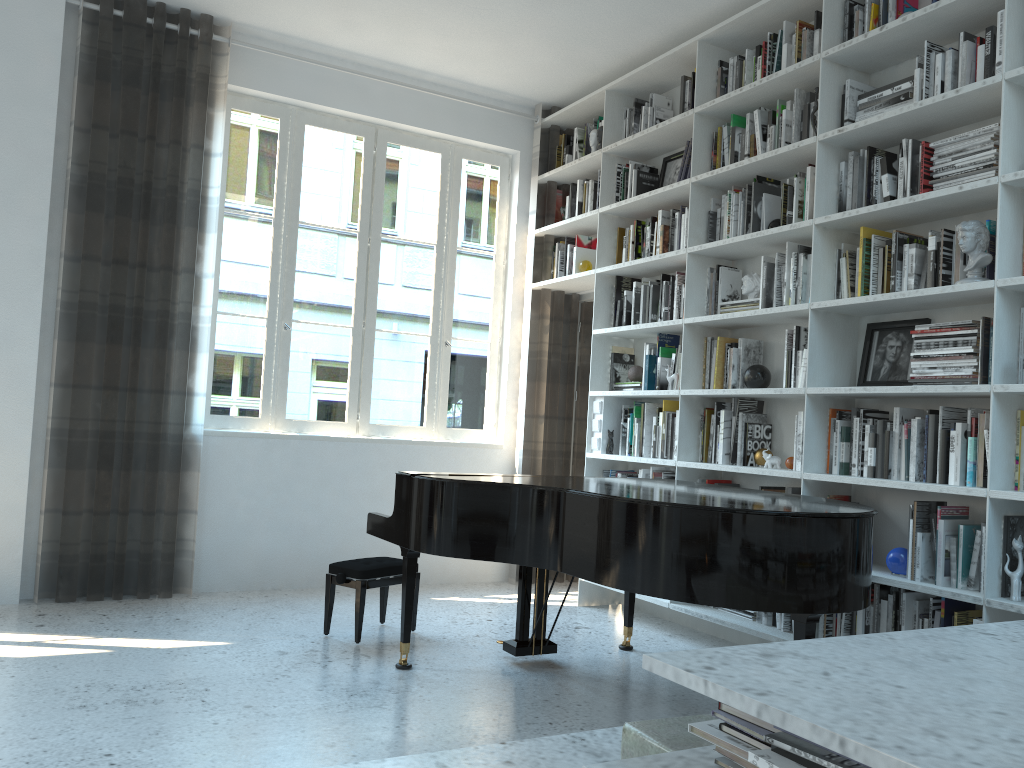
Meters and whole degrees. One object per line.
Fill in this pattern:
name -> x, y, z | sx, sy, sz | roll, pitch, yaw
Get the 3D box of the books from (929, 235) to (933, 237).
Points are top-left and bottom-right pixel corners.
books -> 1.712, -0.460, 3.516 | 0.175, 0.234, 0.010 | 5, -3, -29

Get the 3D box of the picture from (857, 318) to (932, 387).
picture -> 1.615, -0.121, 3.763 | 0.077, 0.299, 0.300 | 4, -3, -29

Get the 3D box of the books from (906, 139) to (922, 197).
books -> 1.679, -0.844, 3.610 | 0.191, 0.269, 0.021 | 5, -3, -29

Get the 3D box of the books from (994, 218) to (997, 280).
books -> 1.843, -0.477, 3.288 | 0.130, 0.259, 0.025 | 5, -3, -29

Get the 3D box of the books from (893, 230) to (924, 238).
books -> 1.633, -0.482, 3.665 | 0.177, 0.283, 0.013 | 5, -3, -29

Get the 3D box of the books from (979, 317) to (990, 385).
books -> 1.802, -0.111, 3.298 | 0.184, 0.260, 0.011 | 5, -3, -29

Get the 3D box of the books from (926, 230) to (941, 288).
books -> 1.710, -0.472, 3.529 | 0.161, 0.258, 0.014 | 5, -3, -29

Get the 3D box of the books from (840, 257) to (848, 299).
books -> 1.504, -0.441, 3.880 | 0.156, 0.208, 0.053 | 5, -3, -29

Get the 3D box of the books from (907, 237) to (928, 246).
books -> 1.662, -0.466, 3.636 | 0.130, 0.251, 0.011 | 5, -3, -29

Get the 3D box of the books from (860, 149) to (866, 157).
books -> 1.567, -0.859, 3.874 | 0.133, 0.313, 0.014 | 5, -3, -29

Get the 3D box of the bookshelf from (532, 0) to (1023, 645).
bookshelf -> 1.719, -0.260, 3.356 | 0.330, 3.141, 6.297 | 4, -3, -29

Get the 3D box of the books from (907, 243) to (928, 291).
books -> 1.672, -0.449, 3.590 | 0.168, 0.214, 0.030 | 5, -3, -29

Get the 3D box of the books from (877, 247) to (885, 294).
books -> 1.603, -0.452, 3.744 | 0.147, 0.228, 0.024 | 5, -3, -29

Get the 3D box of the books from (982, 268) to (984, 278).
books -> 1.806, -0.447, 3.355 | 0.149, 0.201, 0.035 | 5, -3, -29

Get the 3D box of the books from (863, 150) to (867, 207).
books -> 1.581, -0.852, 3.828 | 0.151, 0.295, 0.029 | 5, -3, -29

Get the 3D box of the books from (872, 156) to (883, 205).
books -> 1.600, -0.831, 3.774 | 0.172, 0.250, 0.014 | 5, -3, -29

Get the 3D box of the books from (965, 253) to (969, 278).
books -> 1.788, -0.448, 3.404 | 0.114, 0.206, 0.022 | 5, -3, -29

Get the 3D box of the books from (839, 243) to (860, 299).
books -> 1.509, -0.475, 3.931 | 0.140, 0.282, 0.010 | 5, -3, -29

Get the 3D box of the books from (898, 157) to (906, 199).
books -> 1.657, -0.816, 3.669 | 0.148, 0.216, 0.024 | 5, -3, -29

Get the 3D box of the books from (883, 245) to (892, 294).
books -> 1.612, -0.454, 3.697 | 0.169, 0.227, 0.012 | 5, -3, -29

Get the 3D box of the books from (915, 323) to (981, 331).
books -> 1.733, -0.212, 3.452 | 0.161, 0.012, 0.254 | 5, -3, -32

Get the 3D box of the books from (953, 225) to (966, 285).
books -> 1.764, -0.474, 3.418 | 0.150, 0.258, 0.025 | 5, -3, -29

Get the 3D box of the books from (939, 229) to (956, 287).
books -> 1.728, -0.468, 3.447 | 0.186, 0.245, 0.012 | 5, -3, -29

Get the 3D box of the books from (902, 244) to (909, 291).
books -> 1.658, -0.449, 3.613 | 0.175, 0.216, 0.024 | 5, -3, -29

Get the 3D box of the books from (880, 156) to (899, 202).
books -> 1.620, -0.825, 3.726 | 0.154, 0.236, 0.066 | 5, -3, -29

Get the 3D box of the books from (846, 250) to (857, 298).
books -> 1.524, -0.457, 3.870 | 0.162, 0.242, 0.042 | 5, -3, -29

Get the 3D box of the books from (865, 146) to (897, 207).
books -> 1.584, -0.855, 3.807 | 0.179, 0.300, 0.011 | 5, -3, -29

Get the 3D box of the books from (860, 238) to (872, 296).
books -> 1.552, -0.473, 3.762 | 0.189, 0.266, 0.015 | 5, -3, -29

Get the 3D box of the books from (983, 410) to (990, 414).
books -> 1.795, 0.244, 3.304 | 0.132, 0.284, 0.010 | 5, -3, -29

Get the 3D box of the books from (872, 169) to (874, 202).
books -> 1.596, -0.822, 3.787 | 0.147, 0.233, 0.014 | 5, -3, -29

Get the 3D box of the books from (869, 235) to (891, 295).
books -> 1.576, -0.480, 3.749 | 0.170, 0.280, 0.010 | 5, -3, -29

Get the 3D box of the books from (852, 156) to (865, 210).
books -> 1.552, -0.838, 3.843 | 0.185, 0.266, 0.025 | 5, -3, -29

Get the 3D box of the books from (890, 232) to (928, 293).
books -> 1.629, -0.475, 3.640 | 0.190, 0.267, 0.028 | 5, -3, -29

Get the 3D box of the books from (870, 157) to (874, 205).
books -> 1.590, -0.831, 3.798 | 0.153, 0.252, 0.011 | 5, -3, -29

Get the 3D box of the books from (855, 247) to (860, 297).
books -> 1.549, -0.460, 3.844 | 0.139, 0.248, 0.026 | 5, -3, -29

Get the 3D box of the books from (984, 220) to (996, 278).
books -> 1.827, -0.477, 3.339 | 0.135, 0.263, 0.014 | 5, -3, -29

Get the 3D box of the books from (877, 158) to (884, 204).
books -> 1.606, -0.826, 3.763 | 0.147, 0.239, 0.011 | 5, -3, -29

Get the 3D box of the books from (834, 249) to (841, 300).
books -> 1.494, -0.461, 3.936 | 0.161, 0.254, 0.012 | 5, -3, -29

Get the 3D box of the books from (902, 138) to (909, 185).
books -> 1.675, -0.853, 3.648 | 0.162, 0.291, 0.049 | 5, -3, -29

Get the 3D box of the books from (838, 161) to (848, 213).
books -> 1.516, -0.836, 3.929 | 0.170, 0.267, 0.026 | 5, -3, -29

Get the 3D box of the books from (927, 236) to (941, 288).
books -> 1.711, -0.456, 3.494 | 0.185, 0.224, 0.029 | 5, -3, -29

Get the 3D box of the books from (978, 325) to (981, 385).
books -> 1.799, -0.107, 3.310 | 0.161, 0.254, 0.012 | 5, -3, -29

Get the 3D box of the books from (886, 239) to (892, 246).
books -> 1.622, -0.467, 3.725 | 0.134, 0.259, 0.028 | 5, -3, -29

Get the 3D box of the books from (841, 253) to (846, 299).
books -> 1.511, -0.452, 3.920 | 0.142, 0.235, 0.011 | 5, -3, -29

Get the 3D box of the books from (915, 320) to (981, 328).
books -> 1.731, -0.225, 3.451 | 0.161, 0.012, 0.254 | 5, -3, -25

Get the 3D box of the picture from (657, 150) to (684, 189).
picture -> 0.951, -1.199, 5.130 | 0.077, 0.299, 0.300 | 4, -3, -29

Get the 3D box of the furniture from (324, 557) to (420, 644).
furniture -> -0.671, 1.022, 4.274 | 0.240, 0.353, 0.467 | 2, -3, 36

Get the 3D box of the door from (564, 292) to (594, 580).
door -> 0.912, 0.393, 6.022 | 0.786, 1.980, 0.834 | 5, -3, -29

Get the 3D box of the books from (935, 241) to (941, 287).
books -> 1.726, -0.445, 3.469 | 0.178, 0.200, 0.029 | 5, -3, -29

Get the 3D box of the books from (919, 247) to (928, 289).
books -> 1.701, -0.441, 3.560 | 0.145, 0.199, 0.050 | 5, -3, -29

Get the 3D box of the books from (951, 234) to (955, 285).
books -> 1.768, -0.458, 3.448 | 0.143, 0.230, 0.025 | 5, -3, -29

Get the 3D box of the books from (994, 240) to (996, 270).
books -> 1.847, -0.466, 3.317 | 0.103, 0.242, 0.021 | 5, -3, -29

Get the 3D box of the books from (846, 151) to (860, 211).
books -> 1.540, -0.852, 3.882 | 0.179, 0.297, 0.026 | 5, -3, -29

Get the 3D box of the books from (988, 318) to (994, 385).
books -> 1.823, -0.108, 3.283 | 0.163, 0.256, 0.013 | 5, -3, -29

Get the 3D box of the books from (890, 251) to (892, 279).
books -> 1.628, -0.457, 3.684 | 0.137, 0.236, 0.025 | 5, -3, -29

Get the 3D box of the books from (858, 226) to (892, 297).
books -> 1.547, -0.498, 3.775 | 0.188, 0.317, 0.014 | 5, -3, -29

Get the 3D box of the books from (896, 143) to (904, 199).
books -> 1.654, -0.849, 3.694 | 0.131, 0.285, 0.022 | 5, -3, -29

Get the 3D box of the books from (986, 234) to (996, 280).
books -> 1.827, -0.449, 3.324 | 0.145, 0.205, 0.012 | 5, -3, -29
